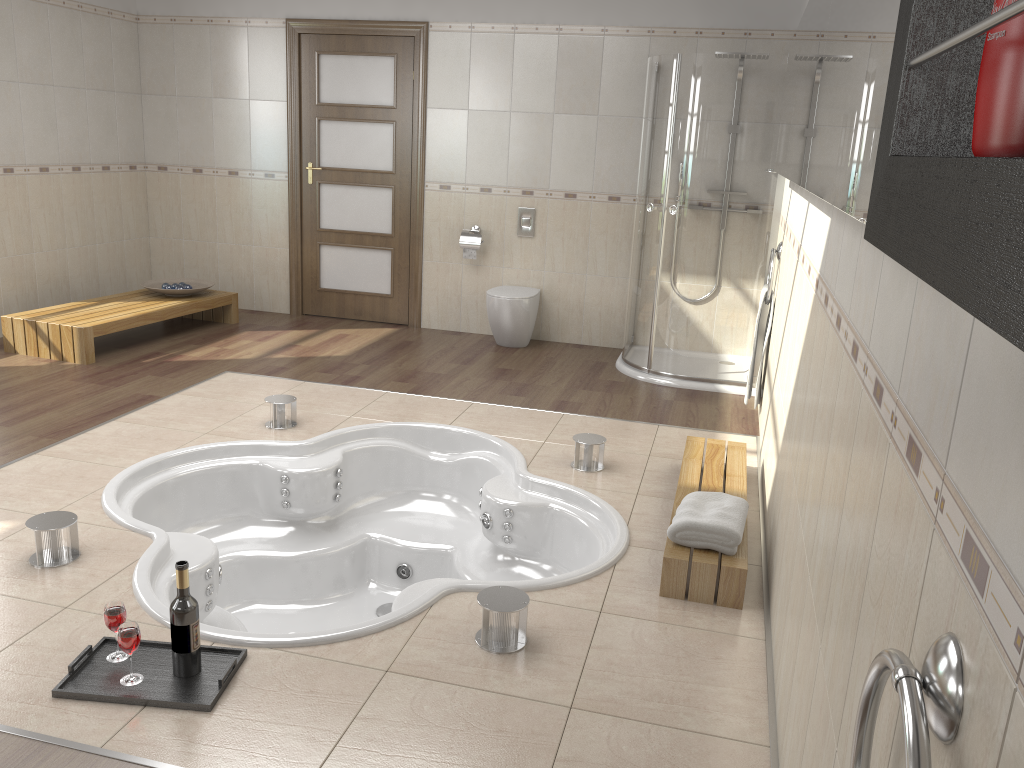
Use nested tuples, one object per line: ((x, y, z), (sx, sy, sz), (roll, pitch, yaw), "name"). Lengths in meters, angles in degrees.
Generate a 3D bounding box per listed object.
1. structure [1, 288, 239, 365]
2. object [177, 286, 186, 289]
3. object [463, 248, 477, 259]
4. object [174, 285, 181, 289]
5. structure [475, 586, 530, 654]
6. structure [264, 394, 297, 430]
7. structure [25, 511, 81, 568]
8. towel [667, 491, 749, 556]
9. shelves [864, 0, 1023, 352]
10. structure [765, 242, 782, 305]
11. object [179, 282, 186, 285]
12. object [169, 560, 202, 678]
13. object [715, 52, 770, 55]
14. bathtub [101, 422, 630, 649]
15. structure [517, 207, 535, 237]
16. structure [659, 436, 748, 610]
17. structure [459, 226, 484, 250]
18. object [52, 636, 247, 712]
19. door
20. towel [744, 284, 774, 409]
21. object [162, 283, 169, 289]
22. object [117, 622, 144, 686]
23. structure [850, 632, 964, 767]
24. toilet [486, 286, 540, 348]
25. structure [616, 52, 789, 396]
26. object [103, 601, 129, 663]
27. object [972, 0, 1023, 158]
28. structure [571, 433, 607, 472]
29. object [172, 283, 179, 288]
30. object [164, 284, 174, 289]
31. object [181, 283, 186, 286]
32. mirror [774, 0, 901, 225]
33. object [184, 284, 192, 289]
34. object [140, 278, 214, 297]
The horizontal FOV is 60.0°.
((-2.517, -0.426, 5.873), (0.620, 0.220, 1.450), (8, 16, 18), "structure")
((-2.297, -0.653, 6.159), (0.060, 0.060, 0.060), (6, 16, 12), "object")
((-0.287, -0.963, 6.271), (0.098, 0.151, 0.090), (7, 16, 13), "object")
((-2.333, -0.666, 6.206), (0.060, 0.060, 0.060), (6, 16, 12), "object")
((-0.028, 0.670, 2.527), (0.150, 0.131, 0.150), (9, 17, 22), "structure")
((-1.113, 0.134, 4.269), (0.150, 0.131, 0.150), (-3, 16, -20), "structure")
((-1.480, 0.500, 2.862), (0.150, 0.131, 0.150), (8, 16, 17), "structure")
((0.665, 0.453, 2.988), (0.233, 0.099, 0.331), (8, 16, 17), "towel")
((0.308, -0.325, 0.384), (0.135, 0.585, 0.608), (7, 16, 13), "shelves")
((1.345, -0.570, 4.568), (0.051, 0.332, 0.291), (7, 16, 13), "structure")
((-2.346, -0.695, 6.311), (0.060, 0.060, 0.060), (6, 16, 12), "object")
((-0.837, 0.597, 2.267), (0.070, 0.307, 0.070), (-2, 16, -19), "object")
((1.326, -1.266, 5.674), (0.575, 1.578, 0.385), (7, 16, 13), "object")
((-0.590, 0.770, 3.499), (1.751, 0.674, 1.754), (-6, 18, -30), "bathtub")
((0.100, -1.136, 6.228), (0.120, 0.200, 0.010), (7, 16, 13), "structure")
((0.757, 0.471, 3.392), (0.260, 0.140, 1.280), (7, 16, 13), "structure")
((-0.271, -1.038, 6.273), (0.170, 0.151, 0.154), (7, 16, 13), "structure")
((-0.924, 0.735, 2.288), (0.400, 0.040, 0.250), (4, 15, 3), "object")
((-1.144, -1.471, 6.493), (0.861, 2.026, 0.102), (6, 16, 10), "door")
((1.302, -0.202, 4.667), (0.083, 0.635, 0.280), (7, 16, 13), "towel")
((-2.429, -0.682, 6.228), (0.060, 0.060, 0.060), (6, 16, 12), "object")
((-0.962, 0.678, 2.234), (0.055, 0.153, 0.055), (5, 15, 6), "object")
((0.380, 0.392, 0.868), (0.051, 0.332, 0.291), (7, 16, 13), "structure")
((0.003, -0.455, 6.160), (0.337, 0.388, 0.519), (7, 16, 13), "toilet")
((1.173, -1.008, 5.505), (0.900, 1.917, 0.900), (7, 16, 13), "structure")
((-1.039, 0.649, 2.327), (0.055, 0.153, 0.055), (5, 15, 6), "object")
((0.308, -0.228, 0.515), (0.044, 0.190, 0.092), (4, 15, 5), "object")
((0.340, 0.304, 3.935), (0.150, 0.131, 0.150), (4, 15, 3), "structure")
((-2.374, -0.682, 6.257), (0.060, 0.060, 0.060), (6, 16, 12), "object")
((-2.391, -0.664, 6.182), (0.060, 0.060, 0.060), (6, 16, 12), "object")
((-2.311, -0.680, 6.261), (0.060, 0.060, 0.060), (6, 16, 12), "object")
((0.893, -0.917, 2.683), (0.005, 0.600, 3.600), (7, 16, 13), "mirror")
((-2.271, -0.669, 6.214), (0.060, 0.060, 0.060), (6, 16, 12), "object")
((-2.344, -0.667, 6.228), (0.487, 0.076, 0.487), (-6, 18, -29), "object")
